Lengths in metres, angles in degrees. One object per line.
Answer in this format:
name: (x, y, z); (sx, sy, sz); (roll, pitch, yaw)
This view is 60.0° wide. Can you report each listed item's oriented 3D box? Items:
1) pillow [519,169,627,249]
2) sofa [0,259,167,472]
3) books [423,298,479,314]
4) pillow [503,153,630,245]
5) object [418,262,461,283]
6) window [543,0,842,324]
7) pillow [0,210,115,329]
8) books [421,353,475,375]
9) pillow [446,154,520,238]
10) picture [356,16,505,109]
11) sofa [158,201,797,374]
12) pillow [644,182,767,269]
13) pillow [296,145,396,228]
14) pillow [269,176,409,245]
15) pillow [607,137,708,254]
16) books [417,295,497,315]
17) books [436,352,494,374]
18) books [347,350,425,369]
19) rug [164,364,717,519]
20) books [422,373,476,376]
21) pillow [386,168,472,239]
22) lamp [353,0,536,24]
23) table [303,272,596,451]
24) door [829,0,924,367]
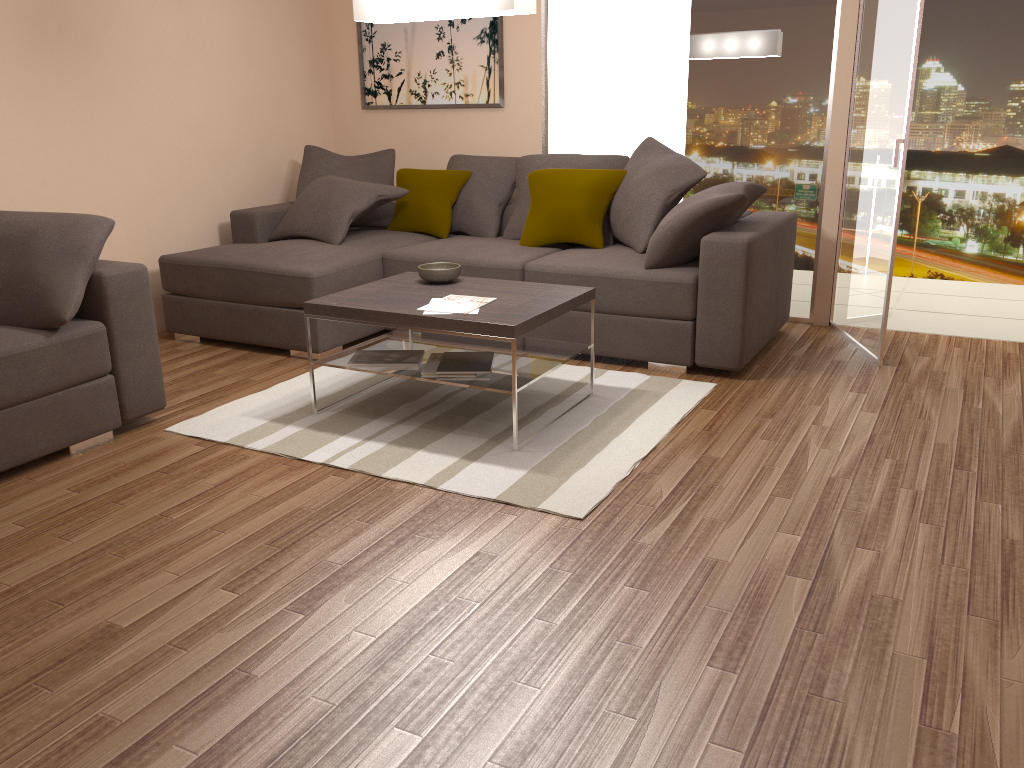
pillow: (0.388, -1.099, 5.600); (0.658, 0.492, 0.382); (4, 18, 17)
sofa: (-2.743, 0.262, 2.807); (1.906, 0.776, 3.565); (8, 20, 27)
books: (-0.260, -0.349, 4.000); (0.241, 0.008, 0.332); (0, 18, 2)
pillow: (0.349, -1.222, 5.895); (0.783, 0.590, 0.459); (6, 19, 22)
object: (-0.370, -0.563, 4.532); (0.219, 0.081, 0.219); (10, 21, 31)
window: (1.111, -1.682, 5.975); (1.983, 2.419, 0.020); (8, 20, 27)
pillow: (-2.172, -0.506, 3.859); (0.749, 0.470, 0.560); (-1, 18, -1)
books: (-0.278, -0.096, 4.124); (0.241, 0.008, 0.332); (0, 18, 3)
pillow: (-0.257, -1.333, 6.339); (0.787, 0.576, 0.431); (15, 24, 41)
picture: (-0.626, -2.492, 6.603); (1.260, 0.835, 0.032); (8, 20, 27)
sofa: (-0.227, -0.671, 5.631); (3.565, 0.776, 1.906); (8, 20, 27)
pillow: (1.091, -0.891, 5.000); (0.560, 0.470, 0.749); (7, 19, 23)
pillow: (-1.191, -1.418, 6.373); (0.806, 0.578, 0.483); (-6, 18, -16)
pillow: (-1.195, -1.183, 5.997); (0.792, 0.415, 0.645); (10, 21, 32)
pillow: (0.830, -1.176, 5.443); (0.399, 0.635, 0.811); (-5, 18, -14)
books: (-0.245, -0.359, 4.008); (0.241, 0.010, 0.332); (6, 19, 22)
books: (-0.212, -0.101, 4.108); (0.241, 0.008, 0.332); (0, 18, 2)
books: (-0.596, -0.118, 4.224); (0.332, 0.026, 0.241); (0, 18, 2)
rug: (-0.267, 0.108, 4.392); (2.122, 0.024, 1.791); (8, 20, 27)
books: (-0.274, -0.082, 4.115); (0.241, 0.013, 0.332); (0, 18, 3)
pillow: (-0.622, -1.271, 6.291); (0.631, 0.486, 0.335); (9, 20, 29)
lamp: (-0.302, -1.700, 3.825); (0.811, 0.220, 0.204); (8, 20, 27)
table: (-0.276, -0.160, 4.315); (1.110, 0.558, 0.856); (8, 20, 27)
door: (2.036, -1.396, 5.026); (0.060, 2.419, 0.967); (0, 18, 3)
